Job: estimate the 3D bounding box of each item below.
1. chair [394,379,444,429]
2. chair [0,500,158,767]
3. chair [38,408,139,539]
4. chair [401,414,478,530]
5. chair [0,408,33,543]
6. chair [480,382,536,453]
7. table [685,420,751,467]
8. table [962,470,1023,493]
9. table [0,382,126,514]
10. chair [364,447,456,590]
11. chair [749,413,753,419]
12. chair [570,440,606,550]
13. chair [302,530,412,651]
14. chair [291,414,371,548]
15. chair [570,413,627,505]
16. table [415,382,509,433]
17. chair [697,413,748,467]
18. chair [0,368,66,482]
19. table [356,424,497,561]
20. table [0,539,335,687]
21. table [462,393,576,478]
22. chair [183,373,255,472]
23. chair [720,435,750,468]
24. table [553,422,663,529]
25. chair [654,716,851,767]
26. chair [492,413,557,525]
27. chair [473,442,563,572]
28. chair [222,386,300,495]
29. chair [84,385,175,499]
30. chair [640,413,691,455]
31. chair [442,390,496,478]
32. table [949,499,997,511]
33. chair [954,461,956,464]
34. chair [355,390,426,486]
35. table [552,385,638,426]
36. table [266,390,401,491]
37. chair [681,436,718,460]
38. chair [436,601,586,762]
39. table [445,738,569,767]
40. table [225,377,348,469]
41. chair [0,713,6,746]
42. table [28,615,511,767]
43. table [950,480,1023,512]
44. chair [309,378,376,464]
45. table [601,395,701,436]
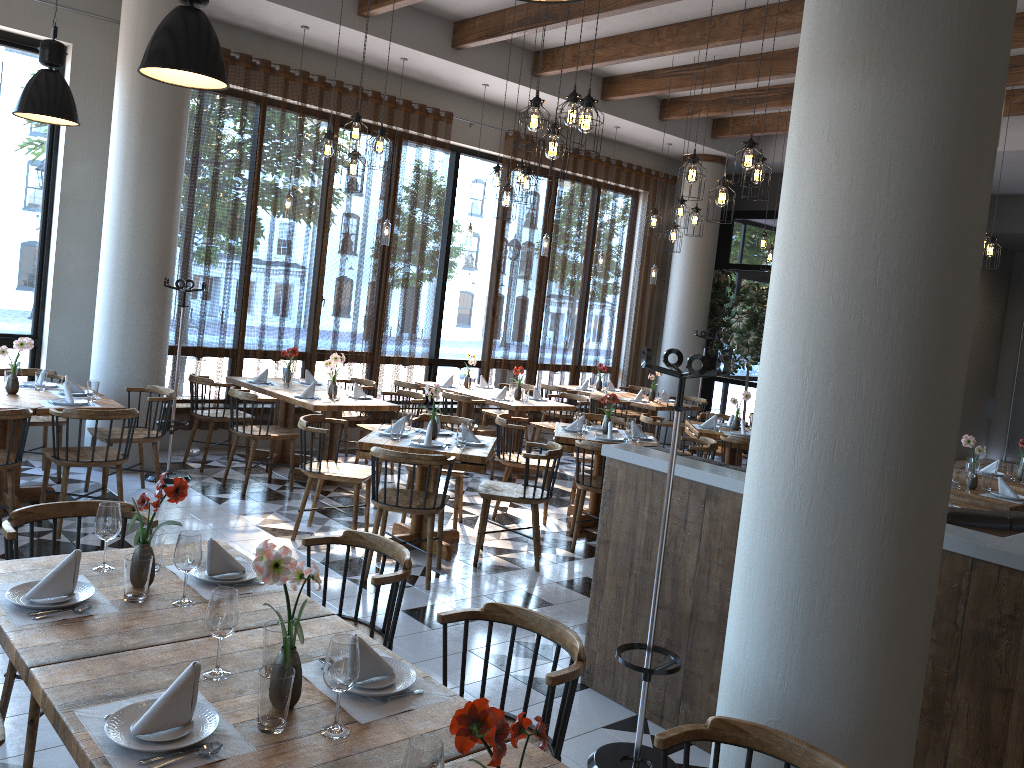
[{"bbox_3d":[-1.012,0.380,9.447,0.549,0.815,0.521,3,5,-42],"label":"chair"},{"bbox_3d":[-1.588,0.896,3.252,0.519,0.815,0.552,3,5,-42],"label":"chair"},{"bbox_3d":[-2.760,0.532,5.758,0.519,0.815,0.552,3,5,-42],"label":"chair"},{"bbox_3d":[-0.565,0.678,6.788,0.519,0.815,0.551,6,4,3],"label":"chair"},{"bbox_3d":[-3.228,0.520,5.338,0.519,0.815,0.552,3,5,-42],"label":"chair"},{"bbox_3d":[-0.042,0.406,10.317,0.549,0.815,0.521,3,5,-42],"label":"chair"},{"bbox_3d":[2.123,0.833,8.591,0.864,0.762,0.866,7,4,3],"label":"table"},{"bbox_3d":[4.163,1.178,7.308,0.849,0.762,0.853,2,6,-42],"label":"table"},{"bbox_3d":[-3.477,0.447,6.110,1.212,0.762,1.220,3,6,-38],"label":"table"},{"bbox_3d":[-0.641,0.790,5.502,0.519,0.815,0.551,6,4,3],"label":"chair"},{"bbox_3d":[2.883,0.769,9.883,0.550,0.815,0.520,6,4,3],"label":"chair"},{"bbox_3d":[0.697,0.825,6.703,0.519,0.815,0.551,6,4,3],"label":"chair"},{"bbox_3d":[-0.685,0.999,3.216,0.549,0.815,0.521,3,5,-42],"label":"chair"},{"bbox_3d":[-1.243,0.660,6.180,0.550,0.815,0.520,6,4,3],"label":"chair"},{"bbox_3d":[0.773,0.713,7.989,0.519,0.815,0.551,6,4,3],"label":"chair"},{"bbox_3d":[-0.535,0.418,9.886,0.849,0.762,0.853,2,6,-42],"label":"table"},{"bbox_3d":[2.156,0.750,9.230,0.519,0.815,0.551,6,4,3],"label":"chair"},{"bbox_3d":[-3.761,0.317,6.877,0.519,0.815,0.552,3,5,-42],"label":"chair"},{"bbox_3d":[-0.598,0.761,6.149,0.864,0.762,0.866,7,4,3],"label":"table"},{"bbox_3d":[-1.177,1.014,2.765,0.849,0.762,0.853,2,6,-42],"label":"table"},{"bbox_3d":[0.030,0.540,9.249,0.849,0.762,0.853,2,6,-42],"label":"table"},{"bbox_3d":[-2.649,0.337,7.978,0.549,0.815,0.521,3,5,-42],"label":"chair"},{"bbox_3d":[2.079,0.862,7.944,0.519,0.815,0.551,6,4,3],"label":"chair"},{"bbox_3d":[0.740,0.796,7.350,0.864,0.762,0.866,7,4,3],"label":"table"},{"bbox_3d":[0.459,1.246,1.927,0.549,0.815,0.521,3,5,-42],"label":"chair"},{"bbox_3d":[0.095,0.695,7.381,0.550,0.815,0.520,6,4,3],"label":"chair"},{"bbox_3d":[0.036,0.808,6.110,0.550,0.815,0.520,6,4,3],"label":"chair"},{"bbox_3d":[-2.092,0.457,7.351,0.549,0.815,0.521,3,5,-42],"label":"chair"},{"bbox_3d":[-2.865,0.436,6.660,0.549,0.815,0.521,3,5,-42],"label":"chair"},{"bbox_3d":[1.478,0.732,8.622,0.550,0.815,0.520,6,4,3],"label":"chair"},{"bbox_3d":[-0.456,0.500,8.820,0.549,0.815,0.521,3,5,-42],"label":"chair"},{"bbox_3d":[2.533,1.135,5.844,0.849,0.762,0.853,2,6,-42],"label":"table"},{"bbox_3d":[3.752,1.062,7.780,0.519,0.815,0.552,3,5,-42],"label":"chair"},{"bbox_3d":[-1.122,0.483,8.221,0.549,0.815,0.521,3,5,-42],"label":"chair"},{"bbox_3d":[1.067,0.461,11.324,0.849,0.762,0.853,2,6,-42],"label":"table"},{"bbox_3d":[-1.607,0.497,7.780,0.849,0.762,0.853,2,6,-42],"label":"table"},{"bbox_3d":[1.374,0.843,7.311,0.550,0.815,0.520,6,4,3],"label":"chair"},{"bbox_3d":[-0.113,1.122,2.572,0.549,0.815,0.521,3,5,-42],"label":"chair"},{"bbox_3d":[-0.051,1.256,1.496,0.849,0.762,0.853,2,6,-42],"label":"table"},{"bbox_3d":[-2.172,0.375,8.417,0.849,0.762,0.853,2,6,-42],"label":"table"},{"bbox_3d":[-1.674,0.973,2.330,0.549,0.815,0.521,3,5,-42],"label":"chair"},{"bbox_3d":[-0.615,1.135,2.131,0.849,0.762,0.853,2,6,-42],"label":"table"},{"bbox_3d":[3.343,1.156,6.572,0.849,0.762,0.853,2,6,-42],"label":"table"},{"bbox_3d":[-1.678,0.362,8.849,0.549,0.815,0.521,3,5,-42],"label":"chair"},{"bbox_3d":[1.632,0.583,10.687,0.849,0.762,0.853,2,6,-42],"label":"table"}]
